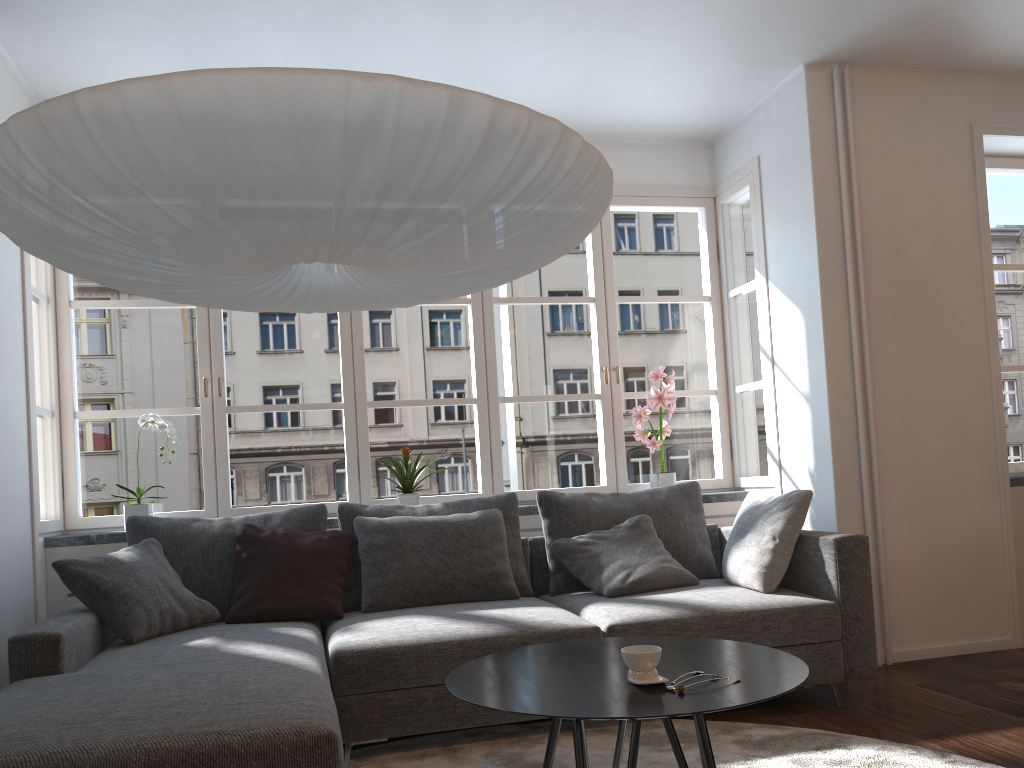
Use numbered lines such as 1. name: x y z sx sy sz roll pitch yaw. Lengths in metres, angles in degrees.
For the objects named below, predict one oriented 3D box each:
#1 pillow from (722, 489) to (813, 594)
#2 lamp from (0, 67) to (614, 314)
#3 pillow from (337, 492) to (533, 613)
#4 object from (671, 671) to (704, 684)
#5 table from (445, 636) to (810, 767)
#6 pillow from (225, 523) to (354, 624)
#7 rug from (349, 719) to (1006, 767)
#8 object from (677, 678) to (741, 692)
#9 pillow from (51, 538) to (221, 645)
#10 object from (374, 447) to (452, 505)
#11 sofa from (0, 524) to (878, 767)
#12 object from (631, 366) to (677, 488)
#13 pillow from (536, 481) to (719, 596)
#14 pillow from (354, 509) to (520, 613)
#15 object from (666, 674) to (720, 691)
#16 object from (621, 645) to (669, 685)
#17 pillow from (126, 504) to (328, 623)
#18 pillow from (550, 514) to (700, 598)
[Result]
1. pillow: 1.047 0.662 3.782 0.286 0.413 0.497 -2 -5 -15
2. lamp: -0.482 -0.346 2.184 1.474 0.209 1.474 -6 -7 23
3. pillow: -0.346 0.739 3.930 0.838 0.473 0.278 -2 -3 -13
4. object: 0.391 0.653 1.978 0.026 0.010 0.124 -9 -8 42
5. table: 0.278 0.914 2.100 0.846 0.471 0.852 -2 -5 -11
6. pillow: -0.903 0.763 3.622 0.521 0.402 0.312 -2 -4 -12
7. rug: 0.187 1.137 1.968 2.836 0.012 2.853 1 -8 -34
8. object: 0.423 0.638 1.888 0.168 0.015 0.015 0 -5 -26
9. pillow: -1.409 0.776 3.351 0.347 0.358 0.516 -5 -5 25
10. object: -0.488 0.472 4.374 0.376 0.327 0.324 0 -5 -39
11. sofa: -0.073 0.945 3.080 3.065 0.669 2.052 -2 -6 -14
12. object: 0.771 0.254 4.699 0.201 0.688 0.299 -2 -3 -35
13. pillow: 0.544 0.712 4.134 0.836 0.475 0.276 -2 -3 -13
14. pillow: -0.325 0.748 3.787 0.666 0.396 0.293 -2 -4 -14
15. object: 0.395 0.643 1.921 0.163 0.016 0.025 2 -7 -39
16. object: 0.293 0.627 1.961 0.091 0.069 0.140 -3 -5 -2
17. pillow: -1.188 0.766 3.715 0.835 0.476 0.276 -2 -3 -13
18. pillow: 0.486 0.745 3.870 0.492 0.320 0.446 0 -6 -32
